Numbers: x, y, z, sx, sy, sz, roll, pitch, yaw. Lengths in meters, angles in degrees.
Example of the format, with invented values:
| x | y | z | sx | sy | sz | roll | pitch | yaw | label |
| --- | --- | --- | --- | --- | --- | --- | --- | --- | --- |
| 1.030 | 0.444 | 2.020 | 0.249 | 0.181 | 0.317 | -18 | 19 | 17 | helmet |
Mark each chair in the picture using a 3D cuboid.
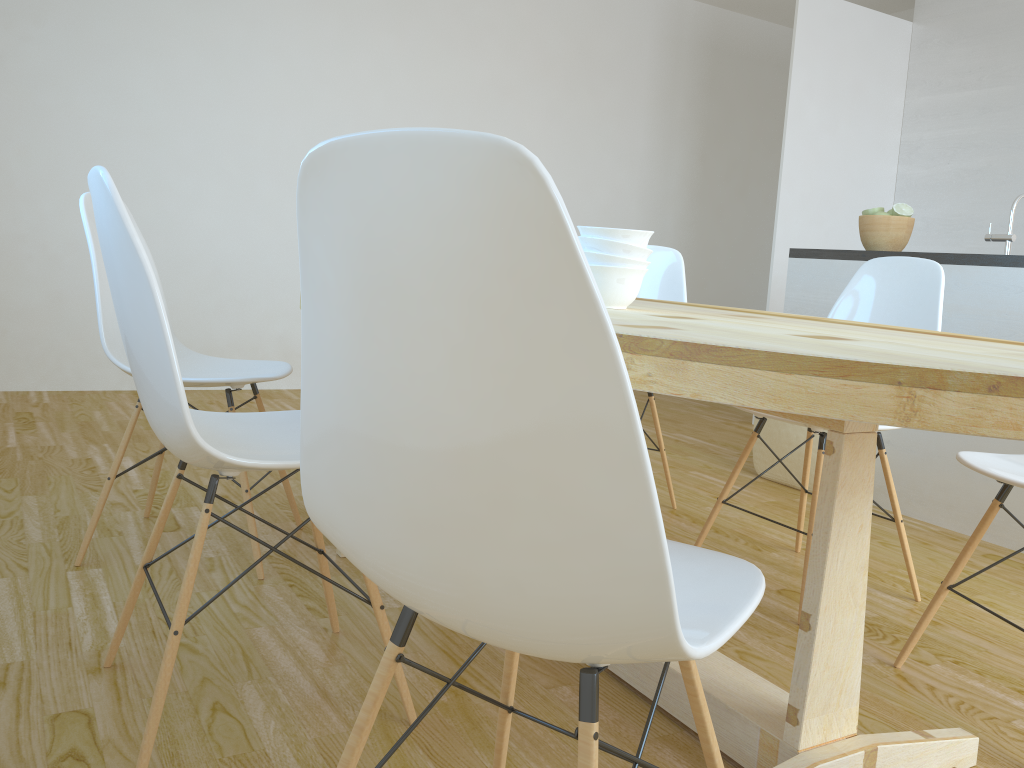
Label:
| x | y | z | sx | sy | sz | roll | pitch | yaw | label |
| --- | --- | --- | --- | --- | --- | --- | --- | --- | --- |
| 1.146 | 0.205 | 1.716 | 0.523 | 0.897 | 0.432 | 3 | 5 | -11 | chair |
| 0.029 | 0.226 | 0.942 | 0.431 | 0.897 | 0.524 | 8 | 6 | 34 | chair |
| -0.823 | -0.024 | 2.291 | 0.523 | 0.897 | 0.432 | 4 | 5 | -1 | chair |
| 0.328 | -0.027 | 2.957 | 0.431 | 0.897 | 0.524 | 7 | 6 | 29 | chair |
| -0.454 | 0.109 | 1.528 | 0.523 | 0.897 | 0.432 | 1 | 6 | -31 | chair |

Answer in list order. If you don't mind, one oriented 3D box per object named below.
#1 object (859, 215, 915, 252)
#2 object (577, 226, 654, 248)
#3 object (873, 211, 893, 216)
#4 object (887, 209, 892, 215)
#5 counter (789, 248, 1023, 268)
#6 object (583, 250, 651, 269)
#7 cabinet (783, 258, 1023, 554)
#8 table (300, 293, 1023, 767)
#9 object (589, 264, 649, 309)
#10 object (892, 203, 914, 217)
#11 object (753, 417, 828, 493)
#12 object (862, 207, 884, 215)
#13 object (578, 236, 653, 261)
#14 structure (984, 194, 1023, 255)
| x | y | z | sx | sy | sz | roll | pitch | yaw | label |
| --- | --- | --- | --- | --- | --- | --- | --- | --- | --- |
| 1.474 | -0.588 | 3.498 | 0.206 | 0.141 | 0.205 | 7 | 7 | 21 | object |
| 0.201 | -0.266 | 1.743 | 0.152 | 0.086 | 0.153 | 4 | 7 | -2 | object |
| 1.453 | -0.633 | 3.467 | 0.098 | 0.085 | 0.081 | 7 | 7 | 24 | object |
| 1.524 | -0.648 | 3.508 | 0.086 | 0.098 | 0.102 | 3 | 6 | -10 | object |
| 2.020 | -0.362 | 2.822 | 0.600 | 0.040 | 2.417 | 0 | 9 | -30 | counter |
| 0.196 | -0.215 | 1.749 | 0.151 | 0.092 | 0.153 | 5 | 7 | 8 | object |
| 1.984 | 0.108 | 2.857 | 0.600 | 0.905 | 2.417 | 1 | 8 | -30 | cabinet |
| 0.194 | 0.193 | 1.906 | 1.193 | 0.721 | 2.204 | 0 | 9 | -32 | table |
| 0.190 | -0.192 | 1.751 | 0.152 | 0.082 | 0.153 | 5 | 7 | 9 | object |
| 1.512 | -0.668 | 3.432 | 0.077 | 0.071 | 0.074 | 4 | 6 | -6 | object |
| 0.866 | 0.197 | 3.126 | 0.473 | 0.499 | 1.191 | 9 | 8 | 37 | object |
| 1.443 | -0.674 | 3.541 | 0.085 | 0.065 | 0.084 | 2 | 7 | -18 | object |
| 0.200 | -0.238 | 1.748 | 0.150 | 0.095 | 0.153 | 3 | 7 | -14 | object |
| 1.708 | -0.541 | 3.018 | 0.162 | 0.214 | 0.097 | 1 | 6 | -30 | structure |
